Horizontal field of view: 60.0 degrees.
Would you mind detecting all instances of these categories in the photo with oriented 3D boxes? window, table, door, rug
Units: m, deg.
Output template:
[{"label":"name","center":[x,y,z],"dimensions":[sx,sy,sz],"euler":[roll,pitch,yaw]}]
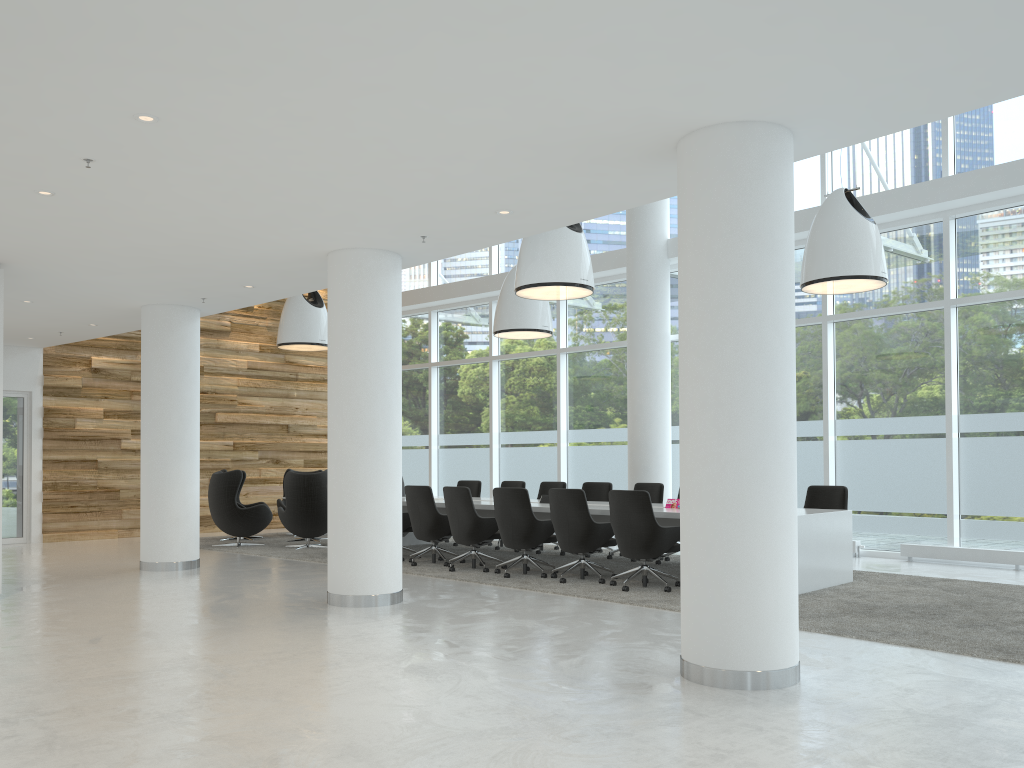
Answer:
[{"label":"window","center":[-14.447,-1.640,1.573],"dimensions":[62.888,6.128,30.921],"euler":[0,-5,-7]},{"label":"table","center":[-3.267,2.154,14.161],"dimensions":[0.799,0.695,0.801],"euler":[1,-4,-22]},{"label":"door","center":[-8.300,1.269,13.448],"dimensions":[1.807,2.397,0.132],"euler":[2,-3,-44]},{"label":"rug","center":[0.228,2.200,10.855],"dimensions":[13.466,0.010,3.945],"euler":[-5,-7,44]},{"label":"table","center":[0.577,1.818,10.740],"dimensions":[6.565,0.738,1.503],"euler":[-5,-6,44]}]

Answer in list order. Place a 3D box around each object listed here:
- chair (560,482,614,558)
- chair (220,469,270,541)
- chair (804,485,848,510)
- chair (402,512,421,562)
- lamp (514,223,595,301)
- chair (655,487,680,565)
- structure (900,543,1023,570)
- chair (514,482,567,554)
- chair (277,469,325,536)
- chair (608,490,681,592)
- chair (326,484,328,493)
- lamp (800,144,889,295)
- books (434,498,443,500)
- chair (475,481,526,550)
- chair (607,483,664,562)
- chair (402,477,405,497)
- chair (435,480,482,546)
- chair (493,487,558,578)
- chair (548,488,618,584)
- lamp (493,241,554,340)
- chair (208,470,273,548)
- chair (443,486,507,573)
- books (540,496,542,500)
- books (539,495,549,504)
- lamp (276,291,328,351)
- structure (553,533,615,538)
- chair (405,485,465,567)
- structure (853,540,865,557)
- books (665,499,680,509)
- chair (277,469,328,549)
[{"label":"chair","center":[1.005,1.792,11.787],"dimensions":[0.686,0.964,0.675],"euler":[-2,-3,38]},{"label":"chair","center":[-4.401,1.962,14.457],"dimensions":[0.917,1.150,0.916],"euler":[0,-3,4]},{"label":"chair","center":[3.282,1.584,9.569],"dimensions":[0.674,0.964,0.686],"euler":[2,-3,-42]},{"label":"chair","center":[-1.556,1.762,11.327],"dimensions":[0.686,0.964,0.675],"euler":[-3,-3,43]},{"label":"lamp","center":[0.455,-2.810,9.740],"dimensions":[0.884,3.640,0.885],"euler":[0,-1,-1]},{"label":"chair","center":[2.095,1.690,10.689],"dimensions":[0.686,0.964,0.675],"euler":[-3,-3,43]},{"label":"structure","center":[5.756,1.999,10.019],"dimensions":[0.150,0.213,2.693],"euler":[2,-5,-42]},{"label":"chair","center":[0.414,1.835,12.234],"dimensions":[0.686,0.964,0.675],"euler":[-3,-3,43]},{"label":"chair","center":[-3.598,2.034,15.303],"dimensions":[0.914,1.150,0.919],"euler":[1,-3,-26]},{"label":"chair","center":[1.284,1.509,8.632],"dimensions":[0.686,0.964,0.675],"euler":[-3,-3,43]},{"label":"chair","center":[-2.143,1.815,11.890],"dimensions":[0.674,0.964,0.686],"euler":[2,-3,-42]},{"label":"lamp","center":[3.514,-2.848,9.461],"dimensions":[0.884,3.640,0.885],"euler":[0,-1,-1]},{"label":"books","center":[-1.091,1.551,11.947],"dimensions":[0.224,0.026,0.264],"euler":[3,-6,-37]},{"label":"chair","center":[-0.144,1.890,12.827],"dimensions":[0.686,0.964,0.675],"euler":[-3,-3,43]},{"label":"chair","center":[1.587,1.743,11.259],"dimensions":[0.674,0.964,0.686],"euler":[2,-3,-42]},{"label":"chair","center":[-2.132,1.902,13.898],"dimensions":[0.917,1.150,0.916],"euler":[0,-3,4]},{"label":"chair","center":[-0.801,1.945,13.407],"dimensions":[0.686,0.964,0.675],"euler":[-2,-3,38]},{"label":"chair","center":[0.134,1.607,9.672],"dimensions":[0.686,0.964,0.675],"euler":[-2,-3,38]},{"label":"chair","center":[0.725,1.565,9.225],"dimensions":[0.686,0.964,0.675],"euler":[-3,-3,43]},{"label":"lamp","center":[0.153,-2.524,12.930],"dimensions":[0.884,3.640,0.885],"euler":[0,-1,-3]},{"label":"chair","center":[-4.077,1.860,13.331],"dimensions":[0.915,1.150,0.919],"euler":[-2,-3,34]},{"label":"chair","center":[-0.448,1.657,10.200],"dimensions":[0.674,0.964,0.686],"euler":[2,-3,-42]},{"label":"books","center":[0.464,1.504,10.933],"dimensions":[0.353,0.241,0.158],"euler":[-4,-4,43]},{"label":"books","center":[0.467,1.484,10.908],"dimensions":[0.357,0.229,0.139],"euler":[-4,-4,43]},{"label":"lamp","center":[-3.320,-2.393,14.221],"dimensions":[0.884,3.640,0.885],"euler":[0,-1,-8]},{"label":"structure","center":[0.747,2.470,15.054],"dimensions":[2.692,0.213,0.150],"euler":[-5,-5,42]},{"label":"chair","center":[-0.956,1.710,10.770],"dimensions":[0.686,0.964,0.675],"euler":[-3,-3,43]},{"label":"structure","center":[3.586,2.215,12.339],"dimensions":[0.150,0.213,2.693],"euler":[2,-5,-44]},{"label":"books","center":[1.836,1.381,9.554],"dimensions":[0.231,0.274,0.598],"euler":[1,-5,-26]},{"label":"chair","center":[-2.968,1.831,13.060],"dimensions":[0.914,1.150,0.919],"euler":[1,-3,-26]}]
